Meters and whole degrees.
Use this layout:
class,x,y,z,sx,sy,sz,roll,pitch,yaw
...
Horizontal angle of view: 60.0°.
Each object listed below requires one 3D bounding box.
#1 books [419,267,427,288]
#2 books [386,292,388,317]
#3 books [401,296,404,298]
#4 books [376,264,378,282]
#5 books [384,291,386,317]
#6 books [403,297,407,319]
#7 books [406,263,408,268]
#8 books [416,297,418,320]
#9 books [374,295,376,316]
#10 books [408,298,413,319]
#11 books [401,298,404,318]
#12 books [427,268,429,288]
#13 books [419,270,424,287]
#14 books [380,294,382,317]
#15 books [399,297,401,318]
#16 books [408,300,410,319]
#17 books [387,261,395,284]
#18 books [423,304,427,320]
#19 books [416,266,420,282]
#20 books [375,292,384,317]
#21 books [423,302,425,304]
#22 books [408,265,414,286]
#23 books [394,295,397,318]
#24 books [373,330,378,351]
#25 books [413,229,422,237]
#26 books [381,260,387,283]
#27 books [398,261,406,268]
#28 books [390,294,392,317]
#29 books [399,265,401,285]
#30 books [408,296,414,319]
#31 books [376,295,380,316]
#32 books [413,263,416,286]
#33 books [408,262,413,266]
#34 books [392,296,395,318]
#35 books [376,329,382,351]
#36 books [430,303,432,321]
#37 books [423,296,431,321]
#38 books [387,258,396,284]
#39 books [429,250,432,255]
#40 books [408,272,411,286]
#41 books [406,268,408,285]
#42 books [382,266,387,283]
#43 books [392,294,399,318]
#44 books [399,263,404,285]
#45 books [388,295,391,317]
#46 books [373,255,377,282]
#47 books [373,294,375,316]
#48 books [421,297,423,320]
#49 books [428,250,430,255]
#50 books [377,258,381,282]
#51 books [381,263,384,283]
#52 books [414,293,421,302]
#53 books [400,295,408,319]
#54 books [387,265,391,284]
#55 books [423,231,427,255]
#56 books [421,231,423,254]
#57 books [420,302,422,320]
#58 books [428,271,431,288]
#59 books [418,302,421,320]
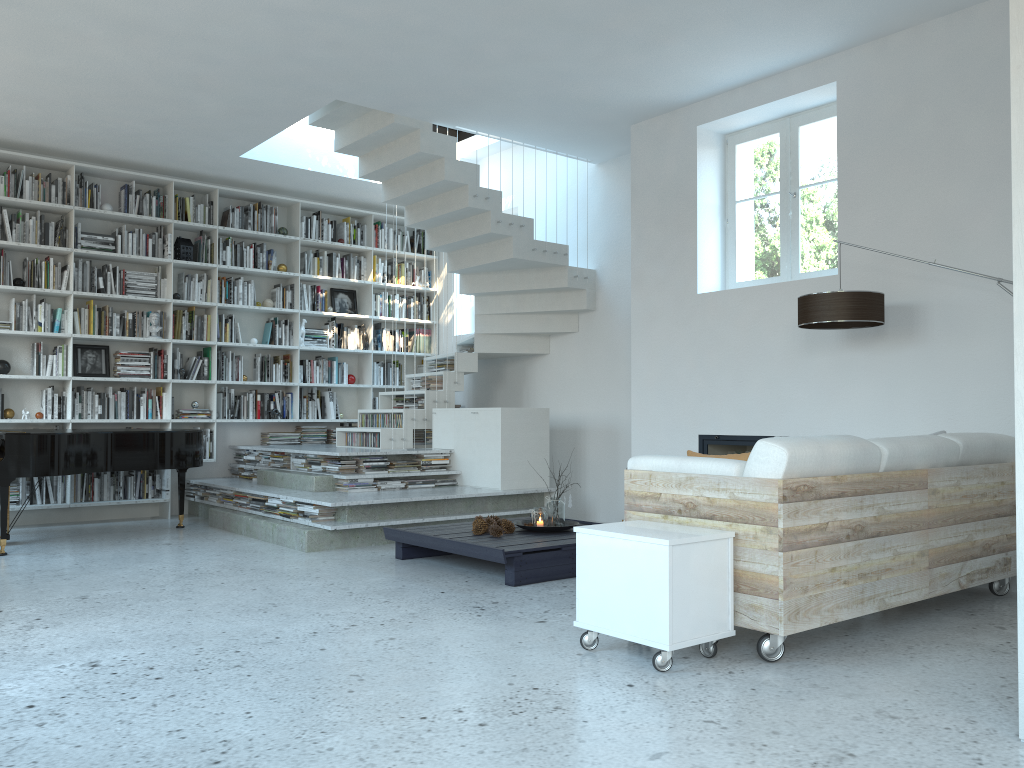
class,x,y,z,sx,sy,sz,roll,pitch,yaw
books,-1.031,-1.196,10.105,0.029,0.258,0.163,1,-2,-39
books,-1.416,-0.860,9.772,0.012,0.292,0.165,1,-2,-39
books,-1.230,-0.843,9.955,0.010,0.273,0.130,1,-2,-39
books,-1.504,-1.189,9.608,0.024,0.205,0.165,1,-2,-39
books,-1.436,-0.862,9.770,0.022,0.297,0.162,1,-2,-39
books,-1.227,-0.836,9.925,0.023,0.258,0.184,1,-2,-39
books,-1.216,-1.213,9.963,0.024,0.281,0.153,1,-2,-39
books,-1.116,-0.838,10.008,0.028,0.268,0.173,1,-2,-39
books,-1.538,-0.841,9.694,0.026,0.250,0.160,1,-2,-39
books,-1.166,-0.831,9.987,0.025,0.252,0.160,1,-2,-39
books,-1.250,-0.831,9.899,0.045,0.245,0.177,1,-2,-39
books,-1.003,-1.189,10.126,0.040,0.246,0.160,1,-2,-39
books,-1.062,-1.175,10.066,0.023,0.213,0.180,1,-2,-39
books,-1.480,-0.844,9.719,0.026,0.256,0.173,1,-2,-39
books,-1.285,-0.835,9.898,0.012,0.254,0.161,1,-2,-39
books,-1.194,-0.824,9.978,0.028,0.237,0.146,1,-2,-39
books,-1.343,-1.208,9.739,0.023,0.253,0.189,1,-2,-39
books,-1.034,-0.799,10.071,0.029,0.195,0.192,1,-2,-39
books,-1.099,-1.197,10.040,0.070,0.254,0.154,1,-2,-39
books,-1.456,-0.858,9.721,0.014,0.285,0.185,1,-2,-39
books,-1.036,-0.815,10.115,0.024,0.230,0.131,1,-2,-39
books,-1.158,-1.202,9.984,0.022,0.261,0.160,1,-2,-39
books,-1.332,-0.842,9.835,0.022,0.262,0.172,1,-2,-39
books,-1.525,-0.466,9.702,0.066,0.236,0.144,1,-2,-39
books,-1.079,-1.592,10.077,0.014,0.313,0.161,1,-2,-39
books,-1.417,-1.215,9.694,0.023,0.263,0.158,1,-2,-39
books,-1.232,-1.221,9.935,0.010,0.295,0.165,1,-2,-39
books,-1.376,-0.847,9.815,0.025,0.270,0.152,1,-2,-39
books,-1.277,-1.190,9.797,0.013,0.222,0.174,1,-2,-39
books,-1.146,-0.846,9.992,0.012,0.283,0.151,1,-2,-39
books,-1.501,-0.840,9.687,0.023,0.247,0.182,1,-2,-39
books,-1.138,-1.214,10.014,0.023,0.287,0.163,1,-2,-39
books,-1.159,-1.218,10.012,0.011,0.294,0.151,1,-2,-39
books,-1.351,-0.841,9.823,0.024,0.259,0.156,1,-2,-39
books,-1.474,-0.469,9.709,0.022,0.243,0.170,1,-2,-39
books,-0.971,-0.809,10.130,0.021,0.219,0.184,1,-2,-39
books,-0.995,-0.846,10.110,0.042,0.292,0.186,1,-2,-39
books,-1.328,-1.229,9.757,0.022,0.296,0.152,1,-2,-39
books,-0.974,-1.552,10.132,0.025,0.237,0.187,1,-2,-39
books,-1.193,-1.163,9.980,0.034,0.182,0.156,1,-2,-39
books,-1.215,-1.180,9.931,0.013,0.212,0.186,1,-2,-39
books,-1.426,-1.181,9.667,0.024,0.193,0.190,1,-2,-39
books,-1.314,-0.852,9.856,0.030,0.283,0.166,1,-2,-39
books,-1.270,-1.199,9.832,0.042,0.242,0.248,1,-2,-39
books,-1.386,-0.842,9.796,0.013,0.260,0.158,1,-2,-39
books,-1.517,-1.234,9.598,0.010,0.294,0.183,1,-2,-39
books,-1.545,-0.844,9.672,0.012,0.254,0.161,1,-2,-39
books,-1.061,-0.843,10.072,0.013,0.283,0.149,1,-2,-39
books,-0.998,-1.557,10.130,0.014,0.248,0.185,1,-2,-39
books,-1.480,-1.218,9.618,0.026,0.263,0.189,1,-2,-39
books,-1.458,-1.197,9.649,0.049,0.223,0.161,1,-2,-39
books,-1.076,-0.867,10.071,0.013,0.330,0.140,1,-2,-39
books,-1.214,-0.852,9.962,0.024,0.291,0.132,1,-2,-39
books,-1.373,-1.187,9.738,0.025,0.211,0.135,1,-2,-39
books,-1.025,-1.578,10.086,0.014,0.286,0.189,1,-2,-39
books,-1.055,-1.581,10.102,0.012,0.292,0.140,1,-2,-39
books,-1.081,-0.812,10.046,0.025,0.220,0.177,1,-2,-39
books,-0.972,-1.174,10.127,0.011,0.216,0.170,1,-2,-39
books,-1.095,-0.809,10.023,0.025,0.211,0.188,1,-2,-39
